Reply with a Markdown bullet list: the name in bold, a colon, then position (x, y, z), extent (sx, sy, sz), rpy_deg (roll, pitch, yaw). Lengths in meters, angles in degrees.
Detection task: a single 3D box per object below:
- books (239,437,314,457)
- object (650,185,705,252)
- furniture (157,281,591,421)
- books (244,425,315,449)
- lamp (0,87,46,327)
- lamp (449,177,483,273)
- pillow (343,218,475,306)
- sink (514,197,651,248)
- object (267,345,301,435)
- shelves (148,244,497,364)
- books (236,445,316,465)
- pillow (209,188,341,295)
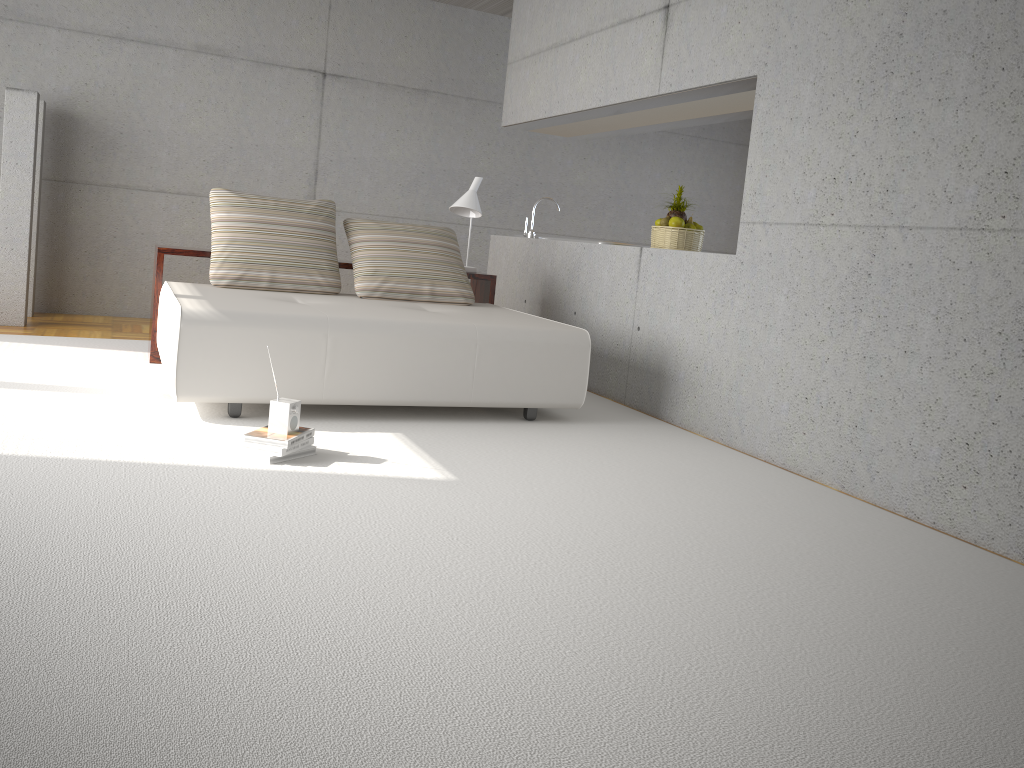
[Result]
- **books**: position (-0.958, 0.241, 3.613), extent (0.189, 0.032, 0.266), rpy_deg (8, 9, 15)
- **object**: position (1.116, -1.117, 5.946), extent (0.368, 0.439, 0.336), rpy_deg (1, 8, -39)
- **furniture**: position (-0.870, -0.207, 5.143), extent (2.165, 0.518, 1.629), rpy_deg (2, 9, -24)
- **books**: position (-0.948, 0.209, 3.615), extent (0.189, 0.032, 0.266), rpy_deg (7, 9, 10)
- **lamp**: position (-3.705, -1.324, 6.667), extent (0.200, 1.680, 0.805), rpy_deg (4, 6, -24)
- **lamp**: position (-0.312, -1.163, 6.412), extent (0.323, 0.695, 0.246), rpy_deg (1, 7, -43)
- **pillow**: position (-0.685, -0.810, 5.862), extent (0.805, 0.514, 0.583), rpy_deg (2, 8, -24)
- **sink**: position (0.583, -1.221, 7.165), extent (0.765, 0.536, 1.720), rpy_deg (2, 9, -24)
- **object**: position (-0.930, 0.021, 3.554), extent (0.090, 0.364, 0.186), rpy_deg (7, 6, 16)
- **shelves**: position (-1.247, -0.487, 6.045), extent (2.247, 0.711, 0.404), rpy_deg (2, 7, -24)
- **books**: position (-0.961, 0.273, 3.616), extent (0.190, 0.032, 0.265), rpy_deg (11, 10, 29)
- **pillow**: position (-1.479, -0.891, 5.555), extent (0.799, 0.606, 0.495), rpy_deg (2, 7, -25)
